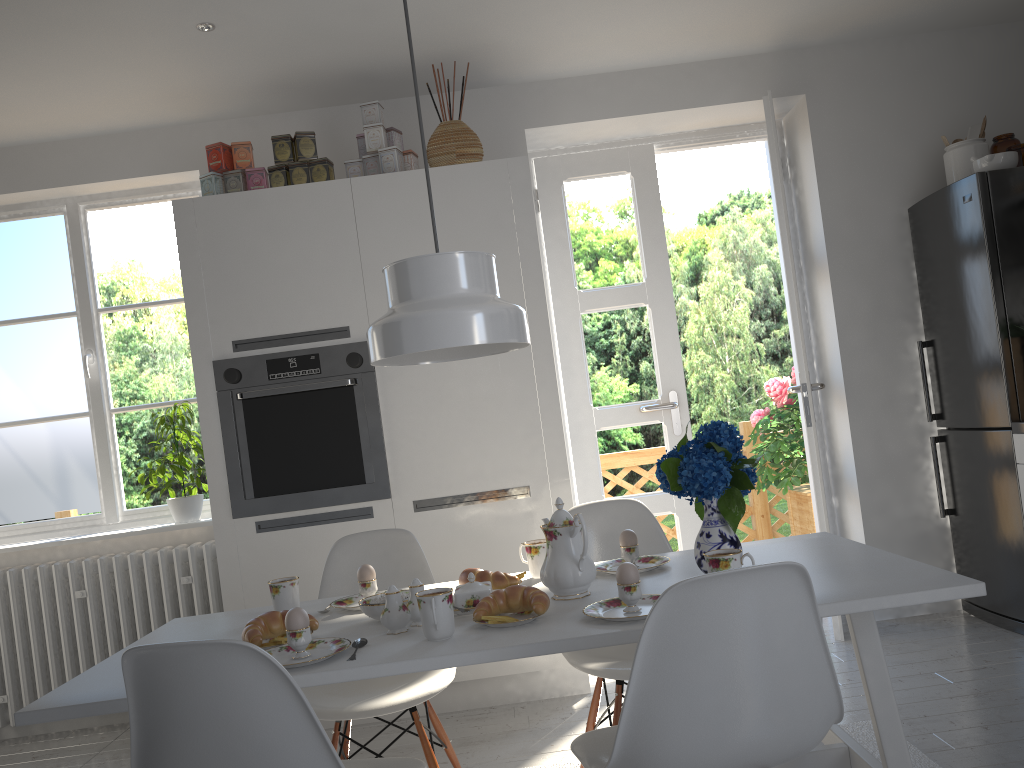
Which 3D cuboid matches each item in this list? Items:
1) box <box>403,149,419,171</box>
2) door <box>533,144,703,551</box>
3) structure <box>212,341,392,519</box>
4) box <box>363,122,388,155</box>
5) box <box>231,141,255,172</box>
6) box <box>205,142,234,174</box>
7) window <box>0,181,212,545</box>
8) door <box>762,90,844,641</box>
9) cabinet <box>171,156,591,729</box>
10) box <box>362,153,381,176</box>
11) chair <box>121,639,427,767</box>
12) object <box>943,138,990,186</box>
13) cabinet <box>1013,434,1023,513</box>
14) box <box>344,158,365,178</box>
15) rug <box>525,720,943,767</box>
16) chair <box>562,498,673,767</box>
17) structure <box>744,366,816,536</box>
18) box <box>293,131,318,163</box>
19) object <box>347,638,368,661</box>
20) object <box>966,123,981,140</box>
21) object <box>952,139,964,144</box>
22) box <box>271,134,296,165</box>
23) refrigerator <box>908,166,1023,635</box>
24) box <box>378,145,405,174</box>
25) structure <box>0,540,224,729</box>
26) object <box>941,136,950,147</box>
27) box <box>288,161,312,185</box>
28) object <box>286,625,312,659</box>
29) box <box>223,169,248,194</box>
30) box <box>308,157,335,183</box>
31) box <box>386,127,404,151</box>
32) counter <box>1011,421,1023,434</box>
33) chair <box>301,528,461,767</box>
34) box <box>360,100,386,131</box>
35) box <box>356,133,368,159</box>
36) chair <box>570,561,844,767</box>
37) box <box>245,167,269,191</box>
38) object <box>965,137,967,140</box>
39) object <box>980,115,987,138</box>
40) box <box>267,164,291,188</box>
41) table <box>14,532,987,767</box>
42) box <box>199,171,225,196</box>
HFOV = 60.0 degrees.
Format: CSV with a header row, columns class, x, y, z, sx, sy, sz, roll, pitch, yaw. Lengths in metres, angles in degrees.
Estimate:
class,x,y,z,sx,sy,sz,roll,pitch,yaw
box,-0.418,-0.868,3.547,0.081,0.111,0.081,-8,-1,14
door,0.533,0.036,4.265,0.602,2.325,0.156,-7,0,-1
structure,-0.747,0.173,3.514,0.727,0.609,0.322,-7,-1,-1
box,-0.537,-0.965,3.509,0.081,0.111,0.081,-8,-1,4
box,-1.066,-0.896,3.520,0.081,0.111,0.081,-7,-1,-11
box,-1.152,-0.886,3.502,0.081,0.111,0.081,-8,-1,19
window,-1.918,-0.083,4.041,1.286,1.563,0.116,-7,0,-1
door,1.315,-0.078,3.995,0.157,2.325,0.601,-8,-1,19
cabinet,-0.492,0.259,3.655,1.377,2.096,0.513,-7,-1,-1
box,-0.541,-0.853,3.533,0.081,0.111,0.081,-8,-1,14
chair,-0.411,0.804,1.641,0.465,0.800,0.542,-8,-1,13
object,1.940,-0.916,3.769,0.174,0.208,0.174,-7,-1,-6
cabinet,2.297,0.461,1.753,0.662,0.794,3.241,-7,-3,-1
box,-0.626,-0.840,3.571,0.081,0.111,0.081,-7,-1,-1
rug,0.020,1.171,2.051,2.309,0.004,1.428,-7,-3,-1
chair,0.361,0.744,2.504,0.464,0.800,0.543,-7,-1,-7
structure,1.992,0.439,5.646,1.175,1.279,1.263,-7,-2,0
box,-0.815,-0.929,3.496,0.081,0.111,0.081,-7,-1,-21
object,-0.313,0.529,1.768,0.032,0.011,0.140,-8,-3,2
object,1.944,-0.963,3.771,0.140,0.290,0.064,-7,-1,-27
object,1.931,-0.940,3.800,0.061,0.251,0.117,-8,-1,29
box,-0.899,-0.918,3.502,0.081,0.111,0.081,-7,-1,-1
refrigerator,2.183,0.059,3.665,0.694,1.799,0.576,-7,-1,-1
box,-0.471,-0.864,3.476,0.081,0.111,0.081,-8,-1,14
structure,-2.193,1.174,3.801,2.100,0.760,0.175,-7,-1,-1
object,1.907,-0.941,3.807,0.149,0.262,0.054,-7,-1,-26
box,-0.834,-0.816,3.507,0.081,0.111,0.081,-7,-1,-1
object,-0.424,0.515,1.769,0.048,0.057,0.048,-9,-2,39
box,-1.091,-0.782,3.513,0.081,0.111,0.081,-8,-1,4
box,-0.749,-0.827,3.504,0.081,0.111,0.081,-8,-1,9
box,-0.489,-0.968,3.583,0.081,0.111,0.081,-8,-1,24
counter,2.249,0.046,1.756,0.650,0.045,3.242,-7,-3,-1
chair,-0.374,0.839,2.490,0.465,0.800,0.543,-7,-1,-2
box,-0.558,-1.070,3.567,0.081,0.111,0.081,-8,-1,9
box,-0.579,-0.955,3.602,0.081,0.111,0.081,-8,-1,9
chair,0.361,0.703,1.647,0.464,0.800,0.543,-7,-1,-12
box,-1.007,-0.792,3.518,0.081,0.111,0.081,-7,-1,-6
object,1.974,-0.946,3.777,0.033,0.249,0.118,-7,-1,-1
object,1.972,-0.969,3.735,0.056,0.296,0.131,-7,-1,-22
box,-0.912,-0.805,3.516,0.081,0.111,0.081,-8,-1,14
table,0.021,0.837,2.054,1.825,0.660,0.815,-7,-2,-1
box,-1.176,-0.771,3.505,0.081,0.111,0.081,-8,-1,29
